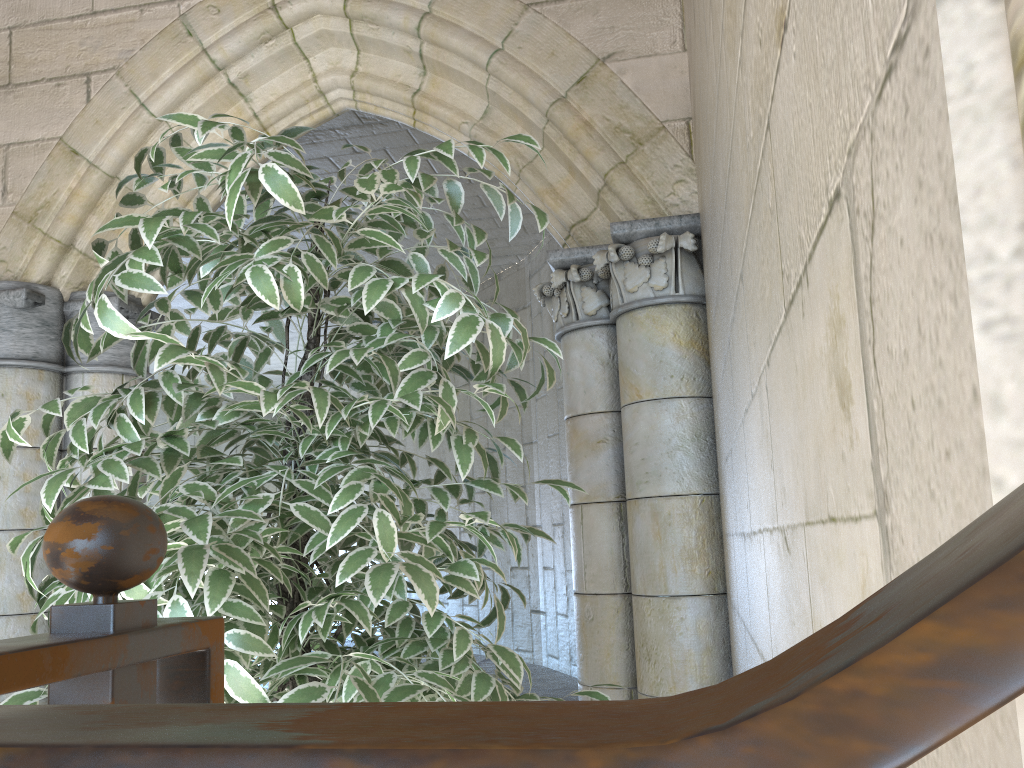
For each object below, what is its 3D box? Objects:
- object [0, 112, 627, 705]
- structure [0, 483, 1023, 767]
[{"bbox_3d":[-0.264,0.373,1.171,0.790,1.607,0.753,-10,-11,42],"label":"object"},{"bbox_3d":[0.154,0.353,0.170,0.888,1.253,0.479,-4,-8,11],"label":"structure"}]
